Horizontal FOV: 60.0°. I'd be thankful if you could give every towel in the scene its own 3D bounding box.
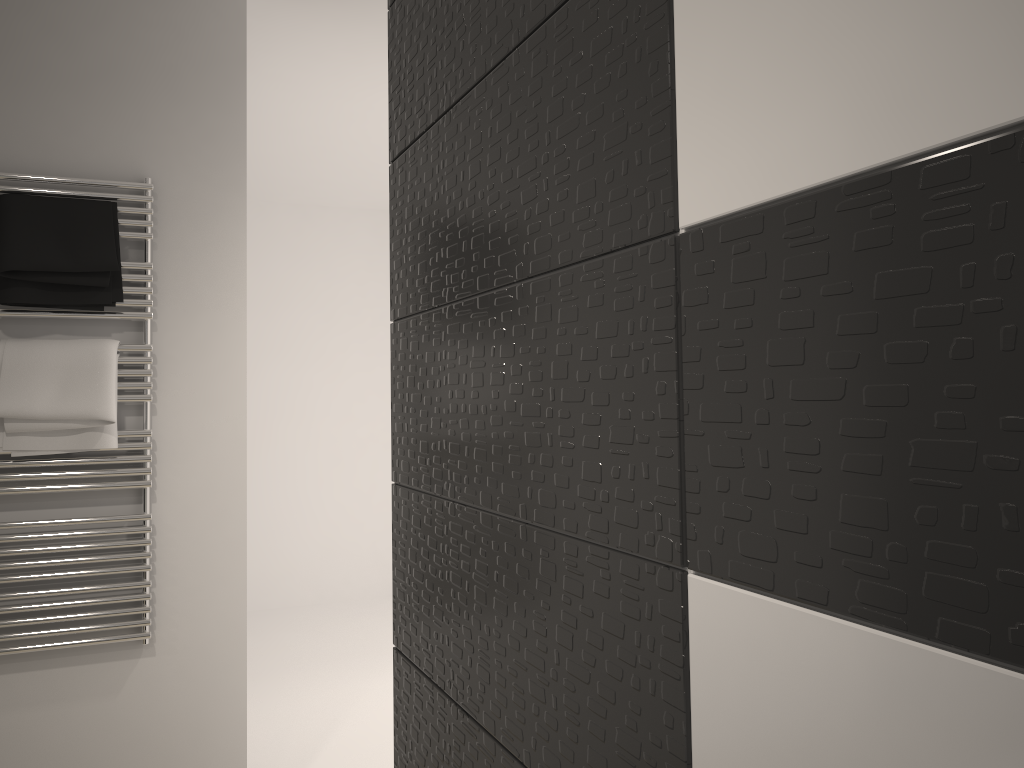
[{"bbox_3d":[-1.191,-0.349,2.344,0.300,0.310,0.141,0,-3,-26],"label":"towel"},{"bbox_3d":[-1.198,0.032,2.332,0.303,0.310,0.098,0,-3,-22],"label":"towel"}]

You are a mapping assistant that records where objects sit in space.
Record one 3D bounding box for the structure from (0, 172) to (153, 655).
[{"bbox_3d":[-1.215,0.068,2.365,0.472,1.294,0.039,0,-3,-23],"label":"structure"}]
